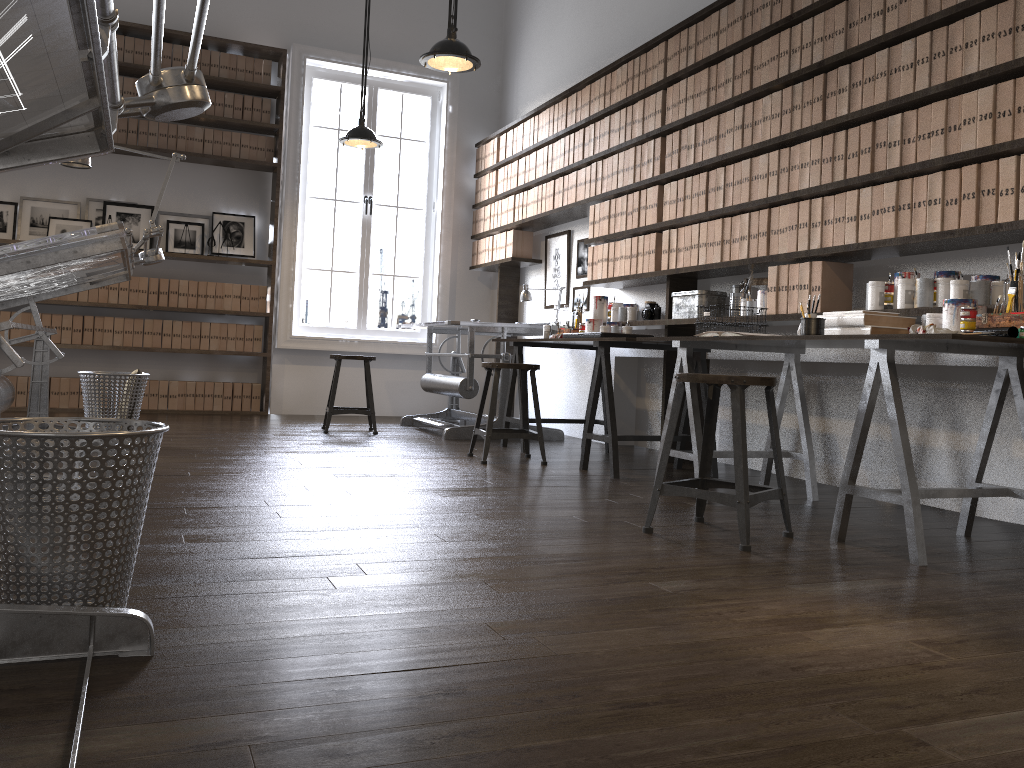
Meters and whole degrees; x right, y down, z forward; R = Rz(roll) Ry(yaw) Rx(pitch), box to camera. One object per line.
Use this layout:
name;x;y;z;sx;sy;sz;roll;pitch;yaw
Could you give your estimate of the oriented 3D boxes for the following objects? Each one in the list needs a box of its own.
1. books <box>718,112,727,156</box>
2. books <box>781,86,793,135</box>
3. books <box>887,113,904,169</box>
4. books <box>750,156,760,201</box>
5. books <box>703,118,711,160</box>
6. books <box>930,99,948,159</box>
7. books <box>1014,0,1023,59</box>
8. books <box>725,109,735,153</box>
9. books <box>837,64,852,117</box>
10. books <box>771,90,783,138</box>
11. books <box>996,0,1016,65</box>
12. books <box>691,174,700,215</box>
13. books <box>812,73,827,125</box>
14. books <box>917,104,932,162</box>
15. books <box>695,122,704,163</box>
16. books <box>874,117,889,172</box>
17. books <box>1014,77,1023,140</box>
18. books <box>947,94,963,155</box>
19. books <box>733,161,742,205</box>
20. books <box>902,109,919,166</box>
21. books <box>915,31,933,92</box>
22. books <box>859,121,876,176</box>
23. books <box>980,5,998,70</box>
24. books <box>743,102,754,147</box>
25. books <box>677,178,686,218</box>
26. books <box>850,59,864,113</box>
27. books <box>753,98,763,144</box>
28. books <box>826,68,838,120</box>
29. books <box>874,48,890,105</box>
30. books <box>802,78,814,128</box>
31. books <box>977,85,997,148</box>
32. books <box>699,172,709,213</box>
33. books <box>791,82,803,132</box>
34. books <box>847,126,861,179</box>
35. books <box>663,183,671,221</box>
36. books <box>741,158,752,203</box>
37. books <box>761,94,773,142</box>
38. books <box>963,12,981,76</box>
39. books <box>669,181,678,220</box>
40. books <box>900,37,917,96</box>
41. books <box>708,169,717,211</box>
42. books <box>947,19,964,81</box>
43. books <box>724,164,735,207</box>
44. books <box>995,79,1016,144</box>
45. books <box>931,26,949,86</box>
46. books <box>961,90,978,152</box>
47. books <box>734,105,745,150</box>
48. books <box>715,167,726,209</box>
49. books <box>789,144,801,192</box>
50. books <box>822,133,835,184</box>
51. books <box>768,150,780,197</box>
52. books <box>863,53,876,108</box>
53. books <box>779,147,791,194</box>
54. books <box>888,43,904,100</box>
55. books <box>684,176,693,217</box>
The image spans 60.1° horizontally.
books;1.148;-1.260;4.529;0.174;0.226;0.067;3;-1;-23
books;1.333;-1.240;4.075;0.174;0.226;0.067;3;-1;-23
books;1.568;-0.936;3.484;0.174;0.226;0.067;3;-1;-23
books;1.242;-0.972;4.268;0.174;0.226;0.067;3;-1;-23
books;1.097;-1.266;4.653;0.174;0.226;0.067;3;-1;-23
books;1.648;-0.927;3.290;0.174;0.226;0.067;3;-1;-23
books;1.791;-1.190;2.996;0.174;0.226;0.067;3;-1;-23
books;1.171;-1.258;4.470;0.174;0.226;0.067;3;-1;-23
books;1.470;-1.225;3.754;0.174;0.226;0.067;3;-1;-23
books;1.305;-1.243;4.142;0.174;0.226;0.067;3;-1;-23
books;1.762;-1.193;3.053;0.174;0.226;0.067;3;-1;-23
books;1.051;-0.992;4.726;0.174;0.226;0.067;3;-1;-23
books;1.413;-1.231;3.888;0.174;0.226;0.067;3;-1;-23
books;1.627;-0.930;3.355;0.174;0.226;0.067;3;-1;-23
books;1.069;-1.269;4.718;0.174;0.226;0.067;3;-1;-23
books;1.545;-0.939;3.551;0.174;0.226;0.067;3;-1;-23
books;1.784;-0.913;2.983;0.174;0.226;0.067;3;-1;-23
books;1.678;-0.924;3.231;0.174;0.226;0.067;3;-1;-23
books;1.191;-0.977;4.392;0.174;0.226;0.067;3;-1;-23
books;1.599;-0.933;3.420;0.174;0.226;0.067;3;-1;-23
books;1.629;-1.208;3.375;0.174;0.226;0.067;3;-1;-23
books;1.511;-0.942;3.618;0.174;0.226;0.067;3;-1;-23
books;1.737;-1.196;3.114;0.174;0.226;0.067;3;-1;-23
books;1.228;-1.252;4.339;0.174;0.226;0.067;3;-1;-23
books;0.995;-0.998;4.842;0.174;0.226;0.067;3;-1;-23
books;1.501;-1.222;3.690;0.174;0.226;0.067;3;-1;-23
books;1.256;-1.249;4.276;0.174;0.226;0.067;3;-1;-23
books;1.447;-1.228;3.821;0.174;0.226;0.067;3;-1;-23
books;1.549;-1.216;3.561;0.174;0.226;0.067;3;-1;-23
books;1.389;-1.234;3.959;0.174;0.226;0.067;3;-1;-23
books;1.725;-0.919;3.110;0.174;0.226;0.067;3;-1;-23
books;1.075;-0.990;4.656;0.174;0.226;0.067;3;-1;-23
books;1.361;-1.237;4.018;0.174;0.226;0.067;3;-1;-23
books;1.487;-0.945;3.689;0.174;0.226;0.067;3;-1;-23
books;0.942;-1.004;4.977;0.174;0.226;0.067;3;-1;-23
books;1.212;-0.974;4.328;0.174;0.226;0.067;3;-1;-23
books;1.280;-1.246;4.210;0.174;0.226;0.067;3;-1;-23
books;1.712;-1.199;3.182;0.174;0.226;0.067;3;-1;-23
books;0.967;-1.001;4.909;0.174;0.226;0.067;3;-1;-23
books;1.602;-1.211;3.442;0.174;0.226;0.067;3;-1;-23
books;1.109;-0.986;4.589;0.174;0.226;0.067;3;-1;-23
books;1.688;-1.202;3.248;0.174;0.226;0.067;3;-1;-23
books;1.163;-0.980;4.458;0.174;0.226;0.067;3;-1;-23
books;1.755;-0.916;3.047;0.174;0.226;0.067;3;-1;-23
books;1.660;-1.205;3.311;0.174;0.226;0.067;3;-1;-23
books;1.701;-0.921;3.172;0.174;0.226;0.067;3;-1;-23
books;1.197;-1.255;4.402;0.174;0.226;0.067;3;-1;-23
books;1.132;-0.983;4.521;0.174;0.226;0.067;3;-1;-23
books;1.351;-0.960;4.015;0.174;0.226;0.067;3;-1;-23
books;1.427;-0.951;3.814;0.174;0.226;0.067;3;-1;-23
books;1.291;-0.966;4.142;0.174;0.226;0.067;3;-1;-23
books;1.529;-1.219;3.625;0.174;0.226;0.067;3;-1;-23
books;1.322;-0.963;4.079;0.174;0.226;0.067;3;-1;-23
books;1.580;-1.213;3.501;0.174;0.226;0.067;3;-1;-23
books;1.024;-0.995;4.786;0.174;0.226;0.067;3;-1;-23
